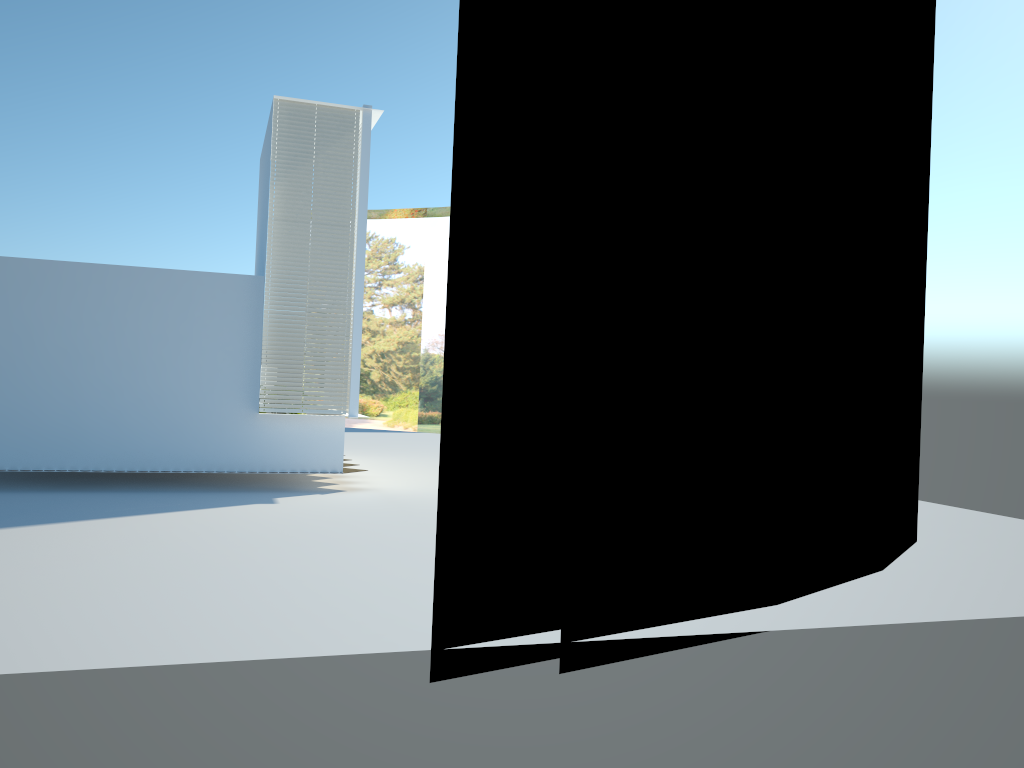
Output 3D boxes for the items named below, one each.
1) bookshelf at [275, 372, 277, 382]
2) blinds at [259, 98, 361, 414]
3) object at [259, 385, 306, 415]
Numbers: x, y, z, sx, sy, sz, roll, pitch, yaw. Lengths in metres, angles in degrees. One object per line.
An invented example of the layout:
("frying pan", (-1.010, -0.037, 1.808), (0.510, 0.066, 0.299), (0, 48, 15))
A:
("bookshelf", (-4.816, 0.347, 16.825), (0.501, 1.496, 2.100), (3, 0, -19))
("blinds", (-2.689, -1.723, 13.862), (1.219, 4.266, 3.917), (2, 0, 0))
("object", (-3.896, 0.567, 14.762), (1.025, 1.199, 1.121), (3, -1, -40))
